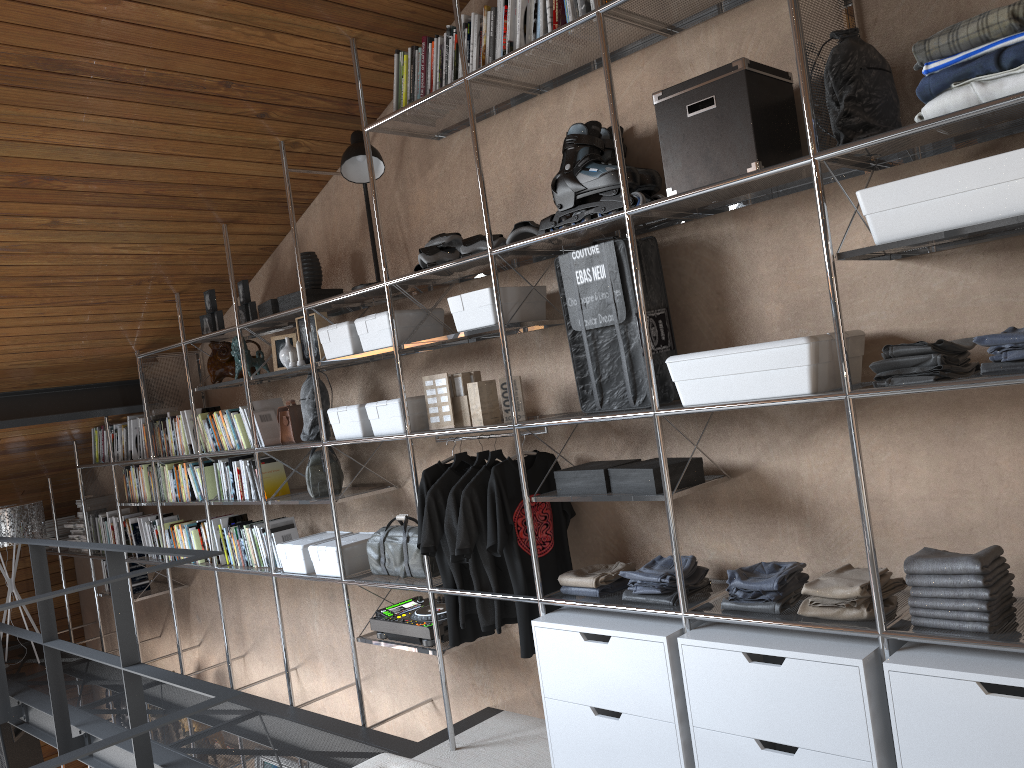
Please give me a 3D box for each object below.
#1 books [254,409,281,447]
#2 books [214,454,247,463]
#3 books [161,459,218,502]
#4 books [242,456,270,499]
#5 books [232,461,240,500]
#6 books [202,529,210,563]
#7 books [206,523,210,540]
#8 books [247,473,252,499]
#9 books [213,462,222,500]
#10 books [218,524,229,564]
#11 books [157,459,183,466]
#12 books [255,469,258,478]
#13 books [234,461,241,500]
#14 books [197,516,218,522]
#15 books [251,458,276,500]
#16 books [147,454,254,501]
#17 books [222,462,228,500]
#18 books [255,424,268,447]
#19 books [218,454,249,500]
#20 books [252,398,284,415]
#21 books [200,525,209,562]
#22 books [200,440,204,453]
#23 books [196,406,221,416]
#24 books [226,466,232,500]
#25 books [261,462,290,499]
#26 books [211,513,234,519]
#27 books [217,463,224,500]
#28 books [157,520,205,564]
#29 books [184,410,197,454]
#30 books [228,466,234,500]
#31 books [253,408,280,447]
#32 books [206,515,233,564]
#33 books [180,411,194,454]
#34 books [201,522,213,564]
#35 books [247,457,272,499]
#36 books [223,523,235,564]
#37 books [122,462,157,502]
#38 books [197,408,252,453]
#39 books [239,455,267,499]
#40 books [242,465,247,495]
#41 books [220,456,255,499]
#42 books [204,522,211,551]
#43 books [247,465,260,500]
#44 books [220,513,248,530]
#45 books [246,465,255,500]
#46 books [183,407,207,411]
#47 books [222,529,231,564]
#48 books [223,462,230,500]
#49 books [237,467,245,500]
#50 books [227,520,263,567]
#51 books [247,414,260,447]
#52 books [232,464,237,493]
[{"bbox_3d":[-1.154,0.209,4.210,0.068,0.169,0.112,-8,0,44],"label":"books"},{"bbox_3d":[-1.441,0.480,4.612,0.010,0.207,0.207,-8,0,44],"label":"books"},{"bbox_3d":[-1.709,0.520,4.786,0.494,0.208,0.139,-8,0,44],"label":"books"},{"bbox_3d":[-1.252,0.462,4.383,0.013,0.190,0.148,-8,0,44],"label":"books"},{"bbox_3d":[-1.316,0.471,4.431,0.013,0.190,0.148,-8,0,44],"label":"books"},{"bbox_3d":[-1.570,0.842,4.723,0.047,0.197,0.126,-8,0,44],"label":"books"},{"bbox_3d":[-1.526,0.824,4.674,0.049,0.216,0.137,-8,0,44],"label":"books"},{"bbox_3d":[-1.235,0.483,4.361,0.009,0.143,0.128,-8,0,44],"label":"books"},{"bbox_3d":[-1.458,0.491,4.577,0.013,0.190,0.148,-8,0,44],"label":"books"},{"bbox_3d":[-1.425,0.813,4.583,0.049,0.205,0.149,-8,0,44],"label":"books"},{"bbox_3d":[-1.940,0.544,5.064,0.020,0.218,0.143,-8,0,44],"label":"books"},{"bbox_3d":[-1.161,0.472,4.281,0.045,0.147,0.131,-8,0,44],"label":"books"},{"bbox_3d":[-1.303,0.469,4.425,0.013,0.190,0.148,-8,0,44],"label":"books"},{"bbox_3d":[-1.613,0.831,4.762,0.054,0.220,0.118,-8,0,44],"label":"books"},{"bbox_3d":[-1.182,0.455,4.287,0.050,0.186,0.129,-8,0,44],"label":"books"},{"bbox_3d":[-1.711,0.516,4.815,1.040,0.212,0.139,-8,0,45],"label":"books"},{"bbox_3d":[-1.404,0.483,4.540,0.013,0.190,0.148,-8,0,44],"label":"books"},{"bbox_3d":[-1.162,0.188,4.251,0.092,0.215,0.161,-8,0,44],"label":"books"},{"bbox_3d":[-1.409,0.475,4.569,0.012,0.207,0.191,-8,0,44],"label":"books"},{"bbox_3d":[-1.150,0.174,4.256,0.082,0.209,0.177,-8,0,44],"label":"books"},{"bbox_3d":[-1.584,0.838,4.735,0.054,0.203,0.123,-8,0,44],"label":"books"},{"bbox_3d":[-1.578,0.263,4.644,0.042,0.180,0.131,-8,0,44],"label":"books"},{"bbox_3d":[-1.582,0.238,4.668,0.053,0.233,0.148,-8,0,44],"label":"books"},{"bbox_3d":[-1.377,0.492,4.489,0.010,0.169,0.130,-8,0,44],"label":"books"},{"bbox_3d":[-1.149,0.462,4.272,0.056,0.165,0.129,-8,0,44],"label":"books"},{"bbox_3d":[-1.505,0.809,4.652,0.062,0.236,0.143,-8,0,44],"label":"books"},{"bbox_3d":[-1.427,0.487,4.569,0.018,0.189,0.169,-8,0,44],"label":"books"},{"bbox_3d":[-1.785,0.866,4.906,0.467,0.211,0.139,-8,0,44],"label":"books"},{"bbox_3d":[-1.629,0.244,4.670,0.053,0.233,0.148,-8,0,44],"label":"books"},{"bbox_3d":[-1.359,0.487,4.488,0.018,0.171,0.146,-8,0,44],"label":"books"},{"bbox_3d":[-1.158,0.206,4.222,0.074,0.176,0.117,-8,0,44],"label":"books"},{"bbox_3d":[-1.495,0.809,4.618,0.053,0.233,0.148,-8,0,44],"label":"books"},{"bbox_3d":[-1.663,0.249,4.704,0.053,0.233,0.148,-8,0,44],"label":"books"},{"bbox_3d":[-1.565,0.831,4.713,0.051,0.218,0.133,-8,0,44],"label":"books"},{"bbox_3d":[-1.227,0.460,4.357,0.010,0.188,0.129,-8,0,44],"label":"books"},{"bbox_3d":[-1.397,0.811,4.556,0.047,0.201,0.137,-8,0,44],"label":"books"},{"bbox_3d":[-2.167,0.578,5.246,0.311,0.216,0.130,-8,0,44],"label":"books"},{"bbox_3d":[-1.411,0.229,4.458,0.497,0.206,0.139,-8,0,44],"label":"books"},{"bbox_3d":[-1.272,0.462,4.408,0.023,0.195,0.146,-8,0,44],"label":"books"},{"bbox_3d":[-1.257,0.474,4.396,0.014,0.167,0.148,-8,0,44],"label":"books"},{"bbox_3d":[-1.397,0.475,4.565,0.012,0.204,0.192,-8,0,44],"label":"books"},{"bbox_3d":[-1.547,0.828,4.713,0.049,0.216,0.137,-8,0,44],"label":"books"},{"bbox_3d":[-1.203,0.468,4.323,0.053,0.167,0.148,-8,0,44],"label":"books"},{"bbox_3d":[-1.414,0.798,4.582,0.053,0.233,0.148,-8,0,44],"label":"books"},{"bbox_3d":[-1.218,0.470,4.327,0.046,0.167,0.130,-8,0,44],"label":"books"},{"bbox_3d":[-1.673,0.249,4.738,0.062,0.236,0.143,-8,0,44],"label":"books"},{"bbox_3d":[-1.410,0.823,4.558,0.042,0.180,0.131,-8,0,44],"label":"books"},{"bbox_3d":[-1.383,0.482,4.519,0.021,0.187,0.161,-8,0,44],"label":"books"},{"bbox_3d":[-1.292,0.482,4.413,0.019,0.161,0.143,-8,0,44],"label":"books"},{"bbox_3d":[-1.307,0.800,4.466,0.273,0.210,0.136,-8,0,45],"label":"books"},{"bbox_3d":[-1.191,0.216,4.255,0.072,0.166,0.119,-8,0,44],"label":"books"},{"bbox_3d":[-1.331,0.474,4.454,0.010,0.188,0.129,-8,0,44],"label":"books"}]
